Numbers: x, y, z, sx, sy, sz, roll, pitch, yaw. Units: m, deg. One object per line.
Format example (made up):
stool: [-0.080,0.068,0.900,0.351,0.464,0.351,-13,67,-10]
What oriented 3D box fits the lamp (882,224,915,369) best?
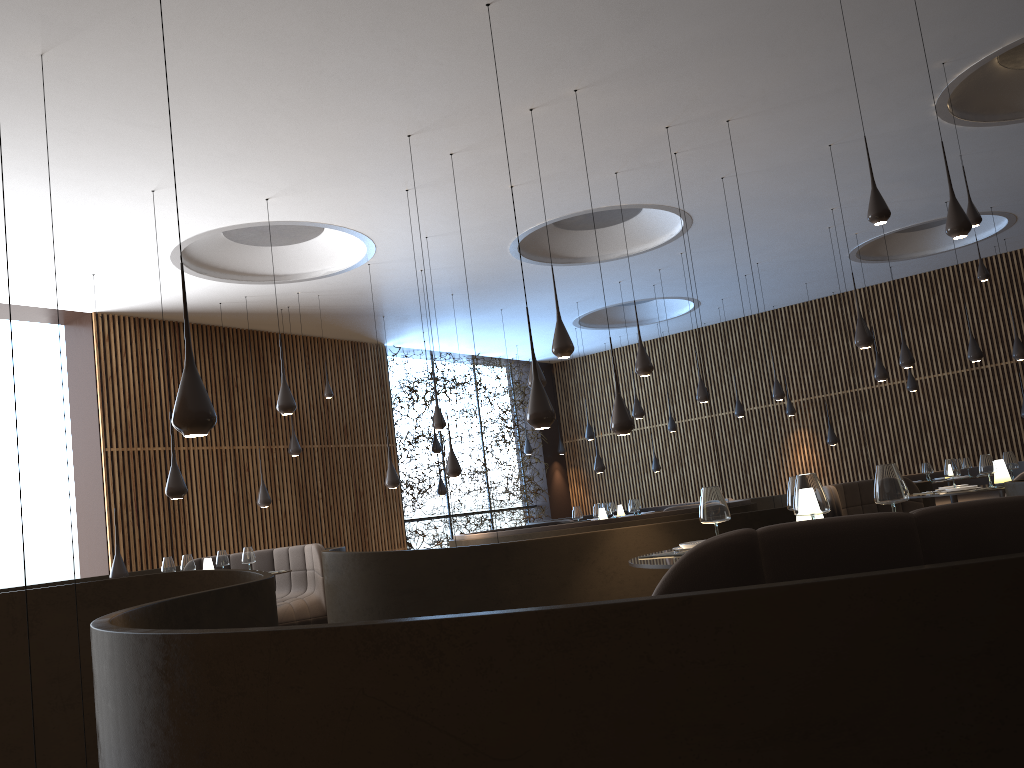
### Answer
lamp: [5.023,-1.304,11.679,0.196,2.217,0.196,-5,-7,-18]

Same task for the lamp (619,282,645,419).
lamp: [1.868,-0.546,14.115,0.196,2.217,0.196,-5,-7,-18]

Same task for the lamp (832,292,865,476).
lamp: [6.589,1.310,16.749,0.196,6.256,0.196,-2,-9,-38]

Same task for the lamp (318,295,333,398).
lamp: [-2.711,-0.541,12.762,0.133,1.504,0.133,-11,-8,31]

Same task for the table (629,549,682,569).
table: [1.424,1.206,3.941,1.672,1.021,1.678,1,-11,-45]

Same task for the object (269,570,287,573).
object: [-2.494,1.969,9.271,0.262,0.017,0.126,-12,-10,29]

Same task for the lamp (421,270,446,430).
lamp: [-1.112,-0.473,12.101,0.196,2.217,0.196,-11,-8,31]

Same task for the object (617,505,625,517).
object: [2.043,2.390,16.673,0.142,0.231,0.145,-9,-8,16]

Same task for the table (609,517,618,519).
table: [2.120,3.006,16.597,1.672,1.021,1.678,-7,-8,-3]

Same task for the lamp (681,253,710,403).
lamp: [2.627,-0.826,12.895,0.196,2.217,0.196,-5,-7,-18]

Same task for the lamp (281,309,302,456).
lamp: [-3.335,-0.031,13.224,0.196,2.217,0.196,-3,-8,-28]

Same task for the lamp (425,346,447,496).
lamp: [-1.482,0.635,16.750,0.196,2.952,0.196,-5,-7,-18]

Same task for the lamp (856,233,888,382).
lamp: [5.239,-1.136,13.012,0.196,2.217,0.196,-5,-7,-18]

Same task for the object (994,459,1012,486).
object: [4.443,0.803,8.052,0.144,0.231,0.143,-8,-7,10]

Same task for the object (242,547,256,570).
object: [-2.747,1.852,9.254,0.142,0.294,0.142,-13,-9,39]

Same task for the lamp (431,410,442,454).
lamp: [-1.480,0.158,16.044,0.196,2.217,0.196,-5,-7,-18]

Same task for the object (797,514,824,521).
object: [1.347,0.589,4.016,0.142,0.231,0.145,-9,-8,14]

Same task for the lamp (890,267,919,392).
lamp: [6.800,-0.966,15.460,0.196,2.217,0.196,-9,-7,11]

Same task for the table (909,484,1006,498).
table: [4.521,1.420,7.976,1.671,1.021,1.679,-4,-8,-19]

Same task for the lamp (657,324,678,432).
lamp: [3.100,-0.133,17.942,0.196,2.217,0.196,-10,-7,21]

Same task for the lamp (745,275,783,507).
lamp: [4.302,1.259,14.490,0.196,6.256,0.196,-2,-9,-38]

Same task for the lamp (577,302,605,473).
lamp: [1.308,0.046,15.141,0.196,2.952,0.196,-11,-8,31]

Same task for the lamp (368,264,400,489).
lamp: [-1.700,-0.122,11.489,0.196,2.952,0.196,-6,-7,-9]

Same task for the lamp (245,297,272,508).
lamp: [-3.558,0.228,12.277,0.196,2.952,0.196,-10,-7,21]

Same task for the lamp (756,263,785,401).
lamp: [4.058,-0.836,14.030,0.196,2.217,0.196,-5,-7,-18]

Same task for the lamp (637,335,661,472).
lamp: [2.845,0.383,18.690,0.196,2.952,0.196,-10,-7,21]

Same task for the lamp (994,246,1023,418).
lamp: [8.374,-0.880,14.865,0.196,2.952,0.196,-10,-7,21]

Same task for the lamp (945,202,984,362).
lamp: [6.070,-1.393,11.982,0.196,2.217,0.196,-11,-8,31]

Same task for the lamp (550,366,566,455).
lamp: [1.026,0.550,20.776,0.196,2.217,0.196,-3,-8,-28]

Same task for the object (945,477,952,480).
object: [6.690,1.345,13.570,0.142,0.231,0.145,-11,-8,28]

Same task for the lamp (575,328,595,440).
lamp: [1.395,-0.004,17.375,0.196,2.217,0.196,-10,-7,21]

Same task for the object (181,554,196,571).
object: [-3.245,1.859,8.885,0.142,0.294,0.142,-12,-9,33]

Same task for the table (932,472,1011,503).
table: [6.767,1.962,13.494,1.675,1.021,1.674,-11,-9,26]

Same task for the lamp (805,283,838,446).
lamp: [5.509,-0.369,15.883,0.196,2.952,0.196,-10,-7,21]

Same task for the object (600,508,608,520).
object: [1.192,1.746,11.640,0.144,0.231,0.143,-1,-9,-38]

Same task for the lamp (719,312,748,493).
lamp: [4.411,1.601,16.874,0.196,6.256,0.196,-2,-9,-38]

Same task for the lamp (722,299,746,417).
lamp: [4.050,-0.487,16.364,0.196,2.217,0.196,-10,-7,21]

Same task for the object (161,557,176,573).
object: [-3.570,1.950,9.221,0.142,0.294,0.142,-8,-7,9]

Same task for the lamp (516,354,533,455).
lamp: [0.229,0.440,19.372,0.196,2.217,0.196,-3,-8,-28]

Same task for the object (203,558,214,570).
object: [-3.159,1.930,9.227,0.142,0.231,0.145,-2,-9,-32]

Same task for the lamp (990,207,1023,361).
lamp: [6.976,-1.427,12.519,0.196,2.217,0.196,-10,-7,21]

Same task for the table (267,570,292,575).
table: [-3.081,2.547,9.151,1.676,1.021,1.674,-11,-9,28]

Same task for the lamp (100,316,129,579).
lamp: [-4.415,0.700,9.745,0.196,2.952,0.196,-6,-7,-9]

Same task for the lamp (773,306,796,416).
lamp: [5.374,-0.467,17.611,0.196,2.217,0.196,-10,-7,21]
